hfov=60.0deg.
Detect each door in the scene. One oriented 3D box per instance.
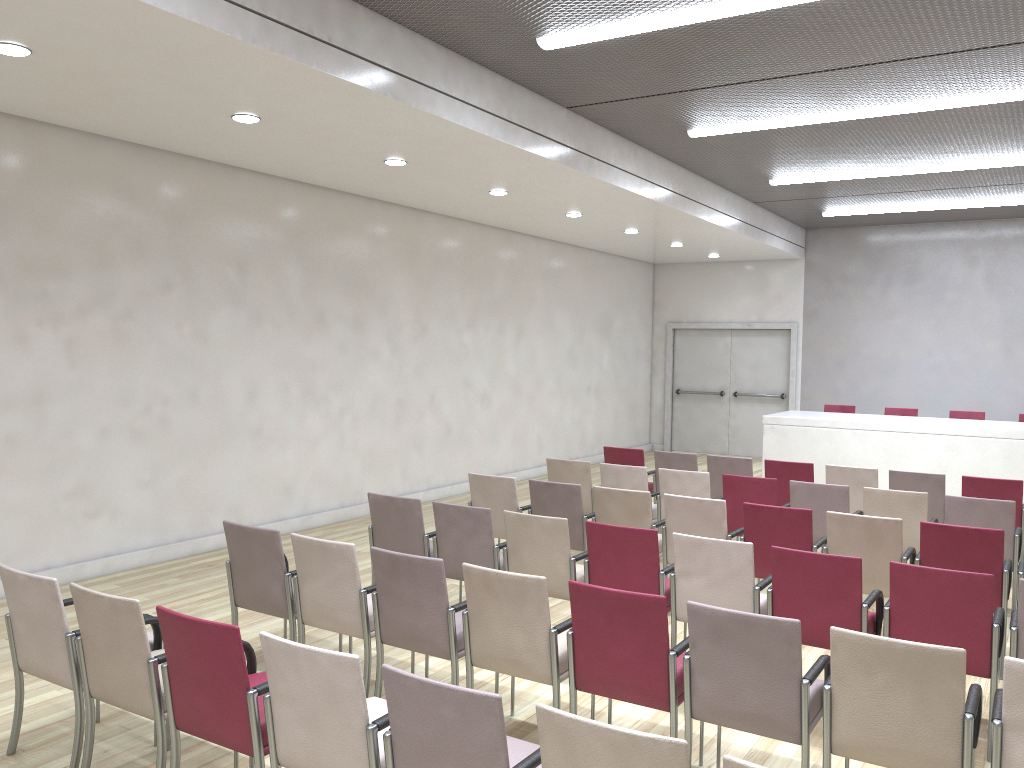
[{"bbox_3d":[3.911,0.110,15.964,2.373,2.400,0.200,2,3,32],"label":"door"}]

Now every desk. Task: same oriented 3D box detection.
[{"bbox_3d":[5.278,0.993,11.562,3.652,1.042,1.456,2,3,32],"label":"desk"}]

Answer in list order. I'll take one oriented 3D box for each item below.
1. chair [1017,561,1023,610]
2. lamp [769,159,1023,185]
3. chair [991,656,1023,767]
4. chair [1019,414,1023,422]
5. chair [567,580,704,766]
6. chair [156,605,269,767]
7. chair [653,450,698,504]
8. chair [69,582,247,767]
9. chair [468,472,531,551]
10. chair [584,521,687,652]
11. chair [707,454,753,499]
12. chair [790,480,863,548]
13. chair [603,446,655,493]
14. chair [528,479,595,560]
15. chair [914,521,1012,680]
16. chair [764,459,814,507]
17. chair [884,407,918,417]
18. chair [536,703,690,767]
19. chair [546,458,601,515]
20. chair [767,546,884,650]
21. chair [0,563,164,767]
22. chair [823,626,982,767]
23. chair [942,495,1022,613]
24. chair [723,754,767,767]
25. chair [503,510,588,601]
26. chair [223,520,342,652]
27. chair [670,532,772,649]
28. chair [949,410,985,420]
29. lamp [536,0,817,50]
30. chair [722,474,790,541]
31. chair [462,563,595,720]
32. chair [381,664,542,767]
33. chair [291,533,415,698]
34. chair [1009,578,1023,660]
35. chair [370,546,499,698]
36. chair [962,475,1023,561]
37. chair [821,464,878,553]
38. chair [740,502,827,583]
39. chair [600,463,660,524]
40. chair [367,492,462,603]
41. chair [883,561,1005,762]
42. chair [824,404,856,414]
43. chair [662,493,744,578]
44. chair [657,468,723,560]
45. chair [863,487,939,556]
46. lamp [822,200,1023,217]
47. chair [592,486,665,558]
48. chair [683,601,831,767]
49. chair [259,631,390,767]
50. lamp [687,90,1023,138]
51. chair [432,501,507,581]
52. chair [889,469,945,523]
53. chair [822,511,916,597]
[{"bbox_3d":[3.263,1.291,5.211,0.513,0.890,0.640,2,3,31],"label":"chair"},{"bbox_3d":[4.609,-2.420,10.102,3.303,0.045,0.198,2,3,32],"label":"lamp"},{"bbox_3d":[1.975,1.353,3.114,0.513,0.890,0.640,2,3,31],"label":"chair"},{"bbox_3d":[6.983,0.864,11.805,0.513,0.890,0.640,2,3,31],"label":"chair"},{"bbox_3d":[0.578,1.292,3.987,0.513,0.890,0.640,2,3,31],"label":"chair"},{"bbox_3d":[-1.013,1.283,3.507,0.513,0.890,0.640,2,3,31],"label":"chair"},{"bbox_3d":[1.758,1.109,9.023,0.513,0.890,0.640,3,3,32],"label":"chair"},{"bbox_3d":[-1.486,1.262,3.801,0.513,0.890,0.640,3,3,32],"label":"chair"},{"bbox_3d":[-0.013,1.150,7.221,0.513,0.890,0.640,3,3,32],"label":"chair"},{"bbox_3d":[0.761,1.241,5.319,0.513,0.890,0.640,2,3,31],"label":"chair"},{"bbox_3d":[2.226,1.129,8.748,0.513,0.890,0.640,3,3,32],"label":"chair"},{"bbox_3d":[2.514,1.200,7.109,0.513,0.890,0.640,3,3,32],"label":"chair"},{"bbox_3d":[1.280,1.088,9.317,0.513,0.890,0.640,2,3,32],"label":"chair"},{"bbox_3d":[0.461,1.170,6.931,0.513,0.890,0.640,2,3,31],"label":"chair"},{"bbox_3d":[2.797,1.271,5.501,0.513,0.890,0.640,2,3,31],"label":"chair"},{"bbox_3d":[2.694,1.149,8.449,0.513,0.890,0.640,2,3,31],"label":"chair"},{"bbox_3d":[5.523,0.801,12.706,0.513,0.890,0.640,2,3,31],"label":"chair"},{"bbox_3d":[0.401,1.343,2.651,0.513,0.890,0.640,2,3,31],"label":"chair"},{"bbox_3d":[0.647,1.119,8.274,0.513,0.890,0.640,2,3,31],"label":"chair"},{"bbox_3d":[1.675,1.282,4.735,0.513,0.890,0.640,3,3,32],"label":"chair"},{"bbox_3d":[-1.948,1.242,4.088,0.513,0.890,0.640,3,3,32],"label":"chair"},{"bbox_3d":[1.499,1.333,3.403,0.513,0.890,0.640,2,3,31],"label":"chair"},{"bbox_3d":[3.450,1.241,6.530,0.513,0.890,0.640,3,3,32],"label":"chair"},{"bbox_3d":[0.856,1.364,2.352,0.513,0.890,0.640,2,3,31],"label":"chair"},{"bbox_3d":[0.281,1.221,5.603,0.513,0.890,0.640,3,3,32],"label":"chair"},{"bbox_3d":[-1.290,1.211,5.136,0.513,0.890,0.640,3,3,32],"label":"chair"},{"bbox_3d":[1.217,1.261,5.028,0.513,0.890,0.640,2,3,32],"label":"chair"},{"bbox_3d":[6.253,0.832,12.255,0.513,0.890,0.640,2,3,31],"label":"chair"},{"bbox_3d":[1.619,-2.278,5.265,3.303,0.045,0.198,2,3,32],"label":"lamp"},{"bbox_3d":[2.057,1.180,7.409,0.513,0.890,0.640,3,3,32],"label":"chair"},{"bbox_3d":[0.105,1.273,4.256,0.513,0.890,0.640,3,3,32],"label":"chair"},{"bbox_3d":[-0.073,1.323,2.930,0.513,0.890,0.640,3,3,32],"label":"chair"},{"bbox_3d":[-0.834,1.232,4.837,0.513,0.890,0.640,3,3,32],"label":"chair"},{"bbox_3d":[2.625,1.322,4.159,0.513,0.890,0.640,2,3,31],"label":"chair"},{"bbox_3d":[-0.366,1.252,4.550,0.513,0.890,0.640,3,3,32],"label":"chair"},{"bbox_3d":[4.101,1.210,7.577,0.513,0.890,0.640,2,3,31],"label":"chair"},{"bbox_3d":[3.169,1.170,8.160,0.513,0.890,0.640,3,3,32],"label":"chair"},{"bbox_3d":[1.870,1.231,6.059,0.513,0.890,0.640,2,3,31],"label":"chair"},{"bbox_3d":[1.109,1.140,7.976,0.513,0.890,0.640,3,3,32],"label":"chair"},{"bbox_3d":[-0.649,1.181,6.183,0.513,0.890,0.640,2,3,31],"label":"chair"},{"bbox_3d":[2.164,1.302,4.445,0.513,0.890,0.640,2,3,32],"label":"chair"},{"bbox_3d":[4.793,0.769,13.156,0.513,0.890,0.640,2,3,31],"label":"chair"},{"bbox_3d":[1.398,1.211,6.352,0.513,0.890,0.640,3,3,32],"label":"chair"},{"bbox_3d":[1.579,1.159,7.701,0.513,0.890,0.640,2,3,31],"label":"chair"},{"bbox_3d":[2.981,1.220,6.835,0.513,0.890,0.640,2,3,31],"label":"chair"},{"bbox_3d":[6.108,-2.491,12.527,3.303,0.045,0.198,2,3,32],"label":"lamp"},{"bbox_3d":[0.927,1.190,6.656,0.513,0.890,0.640,2,3,31],"label":"chair"},{"bbox_3d":[1.034,1.312,3.699,0.513,0.890,0.640,2,3,32],"label":"chair"},{"bbox_3d":[-0.543,1.302,3.231,0.513,0.890,0.640,2,3,31],"label":"chair"},{"bbox_3d":[3.134,-2.350,7.715,3.303,0.045,0.198,2,3,32],"label":"lamp"},{"bbox_3d":[-0.180,1.201,5.887,0.513,0.890,0.640,2,3,31],"label":"chair"},{"bbox_3d":[3.620,1.190,7.871,0.513,0.890,0.640,3,3,32],"label":"chair"},{"bbox_3d":[2.332,1.251,5.787,0.513,0.890,0.640,2,3,31],"label":"chair"}]
